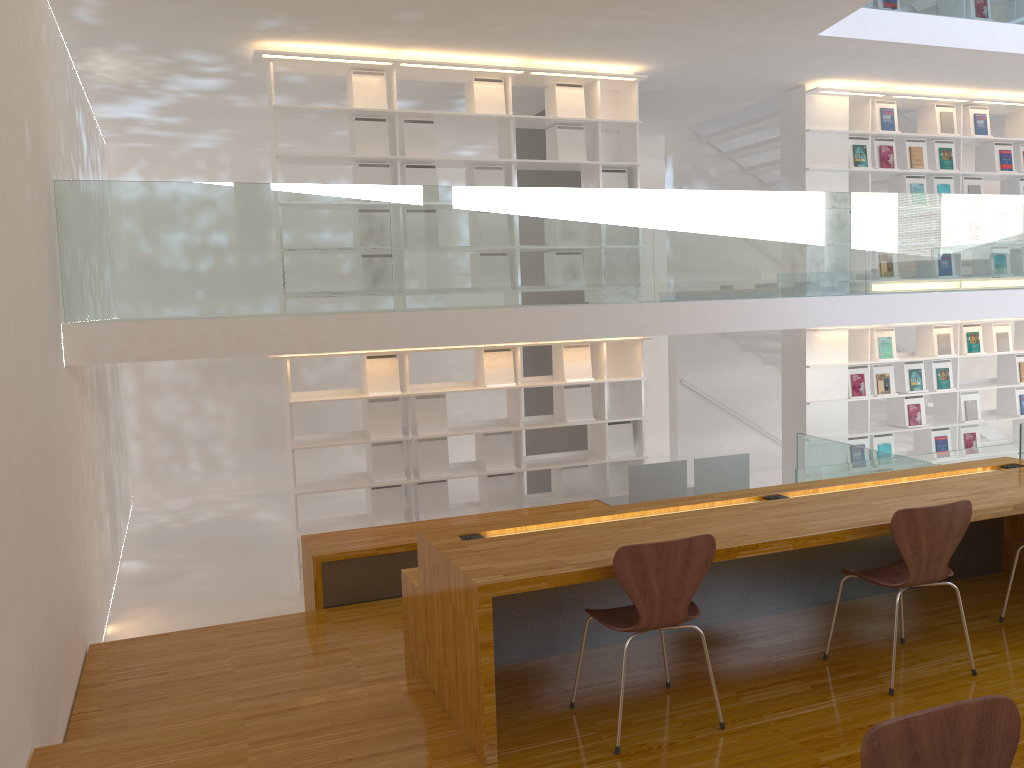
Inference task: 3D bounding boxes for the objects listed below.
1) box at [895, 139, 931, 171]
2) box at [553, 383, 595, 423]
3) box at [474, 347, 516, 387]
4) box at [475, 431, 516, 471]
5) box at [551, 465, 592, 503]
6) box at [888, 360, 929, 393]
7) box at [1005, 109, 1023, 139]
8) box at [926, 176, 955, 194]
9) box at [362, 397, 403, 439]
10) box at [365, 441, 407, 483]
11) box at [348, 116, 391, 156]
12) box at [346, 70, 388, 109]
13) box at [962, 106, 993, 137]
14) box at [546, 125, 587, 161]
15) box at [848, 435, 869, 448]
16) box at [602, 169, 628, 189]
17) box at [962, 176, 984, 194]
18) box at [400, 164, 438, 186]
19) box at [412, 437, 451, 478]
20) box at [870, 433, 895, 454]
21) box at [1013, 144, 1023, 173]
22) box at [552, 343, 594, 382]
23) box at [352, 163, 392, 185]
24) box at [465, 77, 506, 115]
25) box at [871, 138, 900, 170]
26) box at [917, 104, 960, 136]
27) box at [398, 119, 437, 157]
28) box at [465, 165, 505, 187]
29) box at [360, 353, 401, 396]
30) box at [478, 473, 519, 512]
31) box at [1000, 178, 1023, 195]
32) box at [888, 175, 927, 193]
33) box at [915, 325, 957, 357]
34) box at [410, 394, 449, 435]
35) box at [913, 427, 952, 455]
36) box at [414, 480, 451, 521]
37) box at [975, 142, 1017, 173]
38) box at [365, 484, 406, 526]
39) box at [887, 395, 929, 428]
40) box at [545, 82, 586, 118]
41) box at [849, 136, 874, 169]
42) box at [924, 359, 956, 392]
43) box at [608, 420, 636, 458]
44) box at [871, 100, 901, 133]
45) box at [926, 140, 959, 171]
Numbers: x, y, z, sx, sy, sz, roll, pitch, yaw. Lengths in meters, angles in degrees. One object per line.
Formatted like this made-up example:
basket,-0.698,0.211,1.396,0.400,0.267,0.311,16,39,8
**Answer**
box,3.708,-2.121,8.275,0.245,0.296,0.274,-4,6,-21
box,0.508,0.145,7.303,0.245,0.296,0.274,-4,6,-21
box,-0.134,-0.139,7.033,0.245,0.296,0.274,-4,6,-21
box,-0.134,0.517,7.088,0.245,0.296,0.274,-4,6,-21
box,0.493,0.802,7.350,0.245,0.296,0.274,-4,6,-21
box,3.775,-0.077,8.465,0.245,0.296,0.274,-4,6,-21
box,5.080,-2.543,8.765,0.245,0.296,0.274,-4,6,-21
box,4.036,-1.815,8.425,0.245,0.296,0.274,-4,6,-21
box,-0.985,0.247,6.741,0.245,0.296,0.274,-4,6,-21
box,-0.965,0.573,6.775,0.245,0.296,0.274,-4,6,-21
box,-1.053,-1.804,6.551,0.245,0.296,0.274,-4,6,-21
box,-1.064,-2.130,6.520,0.245,0.296,0.274,-4,6,-21
box,4.416,-2.498,8.515,0.245,0.296,0.274,-4,6,-21
box,0.440,-1.906,7.112,0.245,0.296,0.274,-4,6,-21
box,3.182,0.626,8.295,0.245,0.296,0.274,-4,6,-21
box,0.802,-1.603,7.275,0.245,0.296,0.274,-4,6,-21
box,4.381,-1.839,8.555,0.245,0.296,0.274,-4,6,-21
box,-0.704,-1.500,6.708,0.245,0.296,0.274,-4,6,-21
box,-0.636,0.551,6.899,0.245,0.296,0.274,-4,6,-21
box,3.458,0.607,8.399,0.245,0.296,0.274,-4,6,-21
box,5.045,-2.212,8.778,0.245,0.296,0.274,-4,6,-21
box,0.498,-0.181,7.273,0.245,0.296,0.274,-4,6,-21
box,-1.033,-1.478,6.585,0.245,0.296,0.274,-4,6,-21
box,-0.202,-2.190,6.842,0.245,0.296,0.274,-4,6,-21
box,3.368,-2.099,8.160,0.245,0.296,0.274,-4,6,-21
box,4.025,-2.471,8.368,0.245,0.296,0.274,-4,6,-21
box,-0.715,-1.826,6.678,0.245,0.296,0.274,-4,6,-21
box,-0.202,-1.534,6.897,0.245,0.296,0.274,-4,6,-21
box,-0.996,-0.079,6.711,0.245,0.296,0.274,-4,6,-21
box,-0.110,0.843,7.123,0.245,0.296,0.274,-4,6,-21
box,5.058,-1.885,8.809,0.245,0.296,0.274,-4,6,-21
box,3.720,-1.794,8.306,0.245,0.296,0.274,-4,6,-21
box,4.093,-0.420,8.559,0.245,0.296,0.274,-4,6,-21
box,-0.647,0.225,6.869,0.245,0.296,0.274,-4,6,-21
box,4.115,0.563,8.646,0.245,0.296,0.274,-4,6,-21
box,-0.638,0.879,6.925,0.245,0.296,0.274,-4,6,-21
box,4.728,-2.194,8.658,0.245,0.296,0.274,-4,6,-21
box,-0.973,0.902,6.799,0.245,0.296,0.274,-4,6,-21
box,3.791,0.249,8.497,0.245,0.296,0.274,-4,6,-21
box,0.431,-2.232,7.083,0.245,0.296,0.274,-4,6,-21
box,3.089,-2.080,8.042,0.245,0.296,0.274,-4,6,-21
box,4.098,-0.092,8.587,0.245,0.296,0.274,-4,6,-21
box,0.869,0.448,7.465,0.245,0.296,0.274,-4,6,-21
box,3.362,-2.426,8.118,0.245,0.296,0.274,-4,6,-21
box,4.030,-2.143,8.396,0.245,0.296,0.274,-4,6,-21
